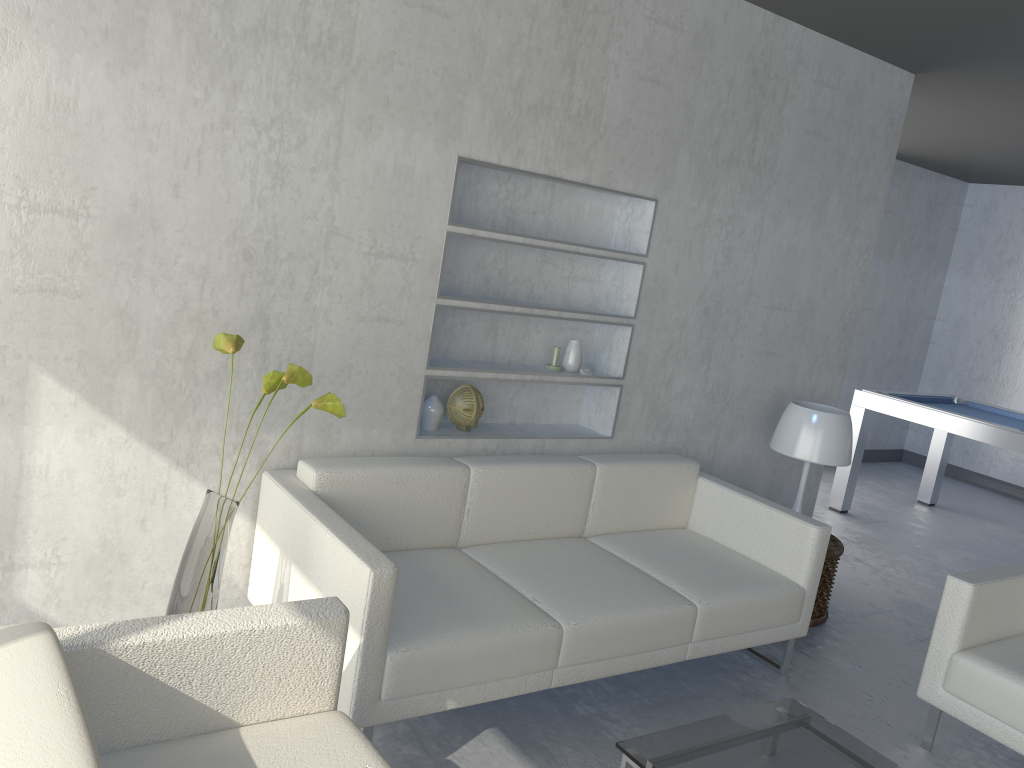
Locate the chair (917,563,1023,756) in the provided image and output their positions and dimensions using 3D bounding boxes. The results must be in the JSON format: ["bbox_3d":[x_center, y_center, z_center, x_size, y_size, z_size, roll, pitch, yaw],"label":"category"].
[{"bbox_3d":[1.909,0.981,2.881,0.821,0.662,0.748,3,12,-35],"label":"chair"}]

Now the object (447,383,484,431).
[{"bbox_3d":[-0.157,0.092,3.354,0.163,0.179,0.088,0,14,-45],"label":"object"}]

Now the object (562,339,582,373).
[{"bbox_3d":[0.248,-0.116,3.603,0.079,0.130,0.079,2,12,-37],"label":"object"}]

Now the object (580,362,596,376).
[{"bbox_3d":[0.310,-0.062,3.592,0.064,0.050,0.064,4,11,-30],"label":"object"}]

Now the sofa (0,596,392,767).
[{"bbox_3d":[-0.229,0.935,1.076,0.821,0.658,1.881,3,12,-35],"label":"sofa"}]

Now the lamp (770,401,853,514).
[{"bbox_3d":[1.298,0.386,3.919,0.347,0.582,0.347,13,10,22],"label":"lamp"}]

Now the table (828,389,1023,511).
[{"bbox_3d":[3.236,0.669,5.346,1.180,0.835,2.095,3,12,-35],"label":"table"}]

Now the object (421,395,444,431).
[{"bbox_3d":[-0.297,0.106,3.293,0.086,0.128,0.086,5,11,-25],"label":"object"}]

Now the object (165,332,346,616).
[{"bbox_3d":[-0.712,0.416,2.458,0.400,1.051,0.387,8,10,-8],"label":"object"}]

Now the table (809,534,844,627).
[{"bbox_3d":[1.225,0.834,3.997,0.452,0.358,0.452,15,11,29],"label":"table"}]

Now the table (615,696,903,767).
[{"bbox_3d":[0.771,1.140,2.258,0.730,0.190,0.773,3,12,-35],"label":"table"}]

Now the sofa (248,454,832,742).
[{"bbox_3d":[0.158,0.655,3.076,1.881,0.658,0.821,3,12,-35],"label":"sofa"}]

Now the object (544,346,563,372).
[{"bbox_3d":[0.173,-0.102,3.562,0.074,0.094,0.074,13,10,18],"label":"object"}]
